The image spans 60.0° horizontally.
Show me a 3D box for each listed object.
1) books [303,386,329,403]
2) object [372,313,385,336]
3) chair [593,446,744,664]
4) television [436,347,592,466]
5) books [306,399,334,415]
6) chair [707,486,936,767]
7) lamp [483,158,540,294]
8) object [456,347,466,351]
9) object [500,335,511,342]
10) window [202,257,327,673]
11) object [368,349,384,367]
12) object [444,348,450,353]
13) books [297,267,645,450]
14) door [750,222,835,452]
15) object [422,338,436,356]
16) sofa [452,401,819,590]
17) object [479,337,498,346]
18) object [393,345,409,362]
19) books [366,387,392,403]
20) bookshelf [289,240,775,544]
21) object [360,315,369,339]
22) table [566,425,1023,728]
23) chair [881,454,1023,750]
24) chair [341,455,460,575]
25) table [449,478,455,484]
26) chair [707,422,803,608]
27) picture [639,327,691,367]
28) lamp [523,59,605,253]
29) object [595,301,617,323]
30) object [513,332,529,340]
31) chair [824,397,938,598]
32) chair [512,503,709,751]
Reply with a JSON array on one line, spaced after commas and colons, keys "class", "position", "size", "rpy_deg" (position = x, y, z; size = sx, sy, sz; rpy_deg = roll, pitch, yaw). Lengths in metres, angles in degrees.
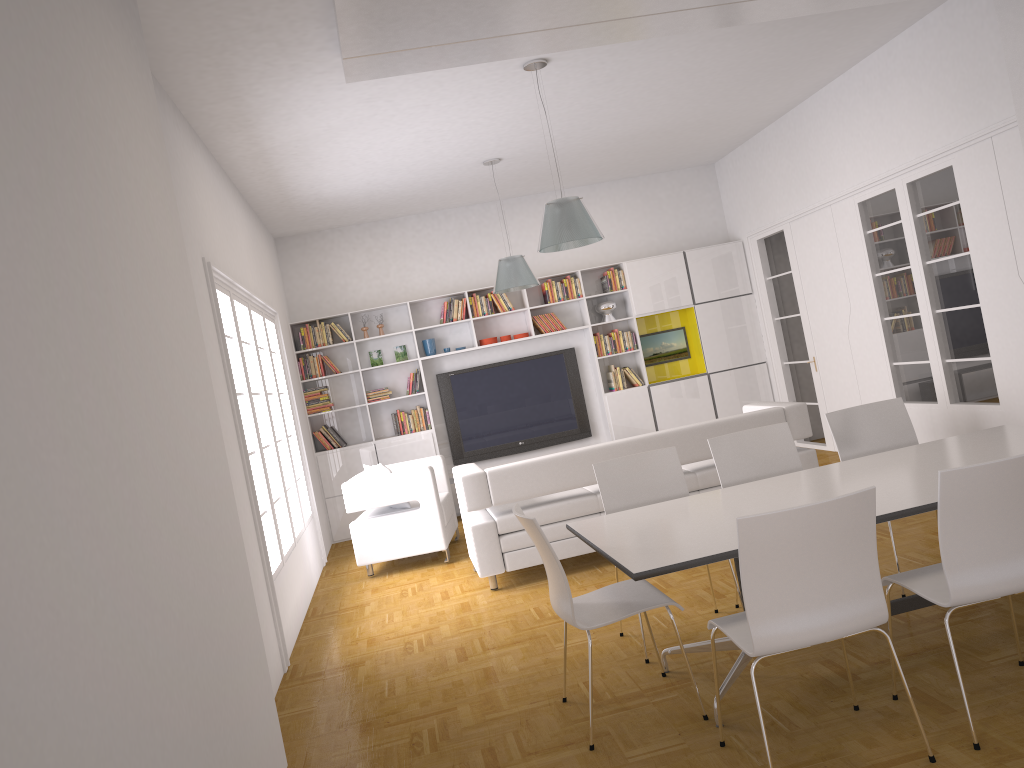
[{"class": "books", "position": [-2.197, 0.121, 9.960], "size": [0.252, 0.153, 0.207], "rpy_deg": [-11, 1, -8]}, {"class": "object", "position": [-1.541, -0.663, 10.109], "size": [0.179, 0.260, 0.119], "rpy_deg": [-11, 0, 12]}, {"class": "chair", "position": [0.788, 0.842, 4.586], "size": [0.561, 0.931, 0.575], "rpy_deg": [-11, 0, -8]}, {"class": "television", "position": [0.031, 0.263, 10.353], "size": [1.661, 1.088, 0.082], "rpy_deg": [-11, 0, -8]}, {"class": "books", "position": [-2.152, 0.264, 9.962], "size": [0.284, 0.153, 0.207], "rpy_deg": [-11, 1, -8]}, {"class": "chair", "position": [0.990, 0.830, 3.042], "size": [0.561, 0.931, 0.575], "rpy_deg": [-11, 0, -8]}, {"class": "lamp", "position": [-0.076, -1.523, 8.486], "size": [0.465, 1.250, 0.464], "rpy_deg": [-11, 0, -9]}, {"class": "object", "position": [-0.588, -0.402, 10.181], "size": [0.124, 0.032, 0.123], "rpy_deg": [-12, 1, -22]}, {"class": "object", "position": [-0.072, -0.521, 10.269], "size": [0.129, 0.073, 0.129], "rpy_deg": [-11, 1, -12]}, {"class": "window", "position": [-1.892, 0.511, 6.934], "size": [0.195, 2.528, 3.349], "rpy_deg": [-11, 1, -8]}, {"class": "object", "position": [-1.558, -0.292, 10.163], "size": [0.144, 0.190, 0.051], "rpy_deg": [-11, 0, -8]}, {"class": "object", "position": [-0.742, -0.383, 10.159], "size": [0.078, 0.056, 0.078], "rpy_deg": [-11, 1, 17]}, {"class": "books", "position": [-0.461, -0.318, 10.201], "size": [3.864, 1.455, 0.235], "rpy_deg": [-11, 0, -8]}, {"class": "door", "position": [3.102, -0.495, 9.811], "size": [0.139, 2.454, 1.008], "rpy_deg": [-11, 0, -8]}, {"class": "object", "position": [-0.939, -0.413, 10.132], "size": [0.147, 0.192, 0.147], "rpy_deg": [-11, 0, -19]}, {"class": "sofa", "position": [0.932, 0.800, 6.766], "size": [2.624, 0.849, 0.822], "rpy_deg": [-11, 0, -8]}, {"class": "object", "position": [-0.271, -0.488, 10.240], "size": [0.211, 0.073, 0.210], "rpy_deg": [-12, 1, -33]}, {"class": "object", "position": [-1.278, -0.348, 10.204], "size": [0.144, 0.190, 0.051], "rpy_deg": [-11, 0, -8]}, {"class": "books", "position": [-1.502, 0.134, 10.056], "size": [0.284, 0.153, 0.207], "rpy_deg": [-11, 1, -8]}, {"class": "bookshelf", "position": [0.353, 0.027, 10.339], "size": [5.368, 2.480, 0.389], "rpy_deg": [-11, 0, -8]}, {"class": "object", "position": [-1.656, -0.649, 10.075], "size": [0.120, 0.279, 0.179], "rpy_deg": [-11, 0, -2]}, {"class": "table", "position": [1.585, 0.798, 3.912], "size": [2.412, 0.722, 1.210], "rpy_deg": [-11, 1, -8]}, {"class": "chair", "position": [1.671, 0.693, 3.142], "size": [0.561, 0.931, 0.575], "rpy_deg": [-11, 0, -8]}, {"class": "chair", "position": [-0.974, 1.109, 8.011], "size": [0.801, 0.911, 1.096], "rpy_deg": [-11, 1, 2]}, {"class": "table", "position": [0.274, 1.094, 9.898], "size": [1.974, 0.435, 0.437], "rpy_deg": [-11, 0, -8]}, {"class": "chair", "position": [1.429, 0.713, 4.679], "size": [0.561, 0.931, 0.575], "rpy_deg": [-11, 0, -8]}, {"class": "picture", "position": [1.827, -0.444, 10.663], "size": [0.609, 0.388, 0.007], "rpy_deg": [-11, 0, -8]}, {"class": "lamp", "position": [0.275, -1.546, 5.968], "size": [0.465, 1.250, 0.464], "rpy_deg": [-11, 0, -9]}, {"class": "object", "position": [1.119, -0.846, 10.441], "size": [0.256, 0.239, 0.257], "rpy_deg": [-11, 0, 0]}, {"class": "object", "position": [0.107, -0.553, 10.276], "size": [0.182, 0.054, 0.182], "rpy_deg": [-11, 1, -12]}, {"class": "chair", "position": [2.110, 0.576, 4.778], "size": [0.561, 0.931, 0.575], "rpy_deg": [-11, 0, -8]}, {"class": "chair", "position": [0.377, 0.938, 3.756], "size": [0.576, 0.931, 0.560], "rpy_deg": [-11, 0, -8]}]
